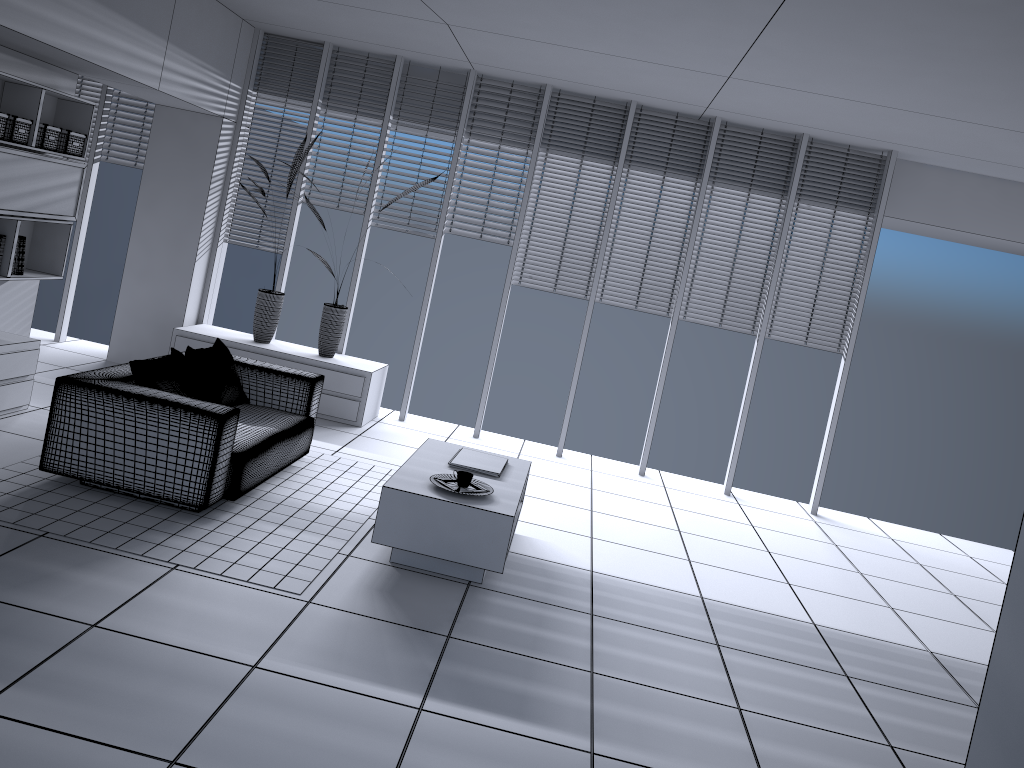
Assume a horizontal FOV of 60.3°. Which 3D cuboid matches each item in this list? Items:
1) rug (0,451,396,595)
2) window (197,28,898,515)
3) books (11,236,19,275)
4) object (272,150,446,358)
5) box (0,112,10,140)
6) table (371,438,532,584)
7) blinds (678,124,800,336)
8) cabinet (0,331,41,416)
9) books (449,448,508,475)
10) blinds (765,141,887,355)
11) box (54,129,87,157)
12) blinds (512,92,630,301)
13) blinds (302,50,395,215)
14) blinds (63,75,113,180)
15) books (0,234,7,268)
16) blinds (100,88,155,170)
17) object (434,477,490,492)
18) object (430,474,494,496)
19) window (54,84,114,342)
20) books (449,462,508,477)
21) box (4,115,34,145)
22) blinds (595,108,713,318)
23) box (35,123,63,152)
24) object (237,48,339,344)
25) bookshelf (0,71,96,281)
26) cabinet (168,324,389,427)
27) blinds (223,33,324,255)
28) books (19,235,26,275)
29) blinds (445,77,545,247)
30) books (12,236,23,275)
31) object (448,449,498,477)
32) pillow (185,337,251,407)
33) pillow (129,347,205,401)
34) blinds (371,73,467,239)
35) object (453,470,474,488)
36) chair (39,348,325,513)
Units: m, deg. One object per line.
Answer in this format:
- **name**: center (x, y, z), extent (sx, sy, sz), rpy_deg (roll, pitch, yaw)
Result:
- **rug**: center (-1.674, 0.555, 4.927), extent (1.801, 0.001, 2.249), rpy_deg (12, 8, 4)
- **window**: center (0.149, -1.003, 7.495), extent (5.512, 3.109, 0.100), rpy_deg (12, 2, 5)
- **books**: center (-3.313, -0.849, 5.696), extent (0.208, 0.257, 0.050), rpy_deg (12, 2, 5)
- **object**: center (-1.409, -1.124, 7.117), extent (1.550, 1.854, 0.696), rpy_deg (12, 3, -1)
- **box**: center (-3.162, -1.556, 5.205), extent (0.281, 0.161, 0.180), rpy_deg (12, 6, 4)
- **table**: center (-0.289, 0.668, 4.794), extent (0.651, 0.386, 1.210), rpy_deg (12, 8, 4)
- **blinds**: center (1.908, -1.296, 7.417), extent (0.716, 1.680, 0.047), rpy_deg (12, 2, 5)
- **cabinet**: center (-3.400, 0.030, 4.507), extent (0.575, 0.446, 2.287), rpy_deg (12, 8, 4)
- **books**: center (-0.181, 0.439, 5.014), extent (0.286, 0.008, 0.418), rpy_deg (13, 8, 5)
- **blinds**: center (2.609, -1.140, 7.357), extent (0.716, 1.680, 0.047), rpy_deg (12, 2, 5)
- **box**: center (-3.091, -1.659, 5.997), extent (0.281, 0.161, 0.218), rpy_deg (12, 6, 4)
- **blinds**: center (0.515, -1.605, 7.536), extent (0.716, 1.680, 0.047), rpy_deg (12, 2, 5)
- **blinds**: center (-1.406, -2.193, 7.697), extent (0.638, 1.358, 0.051), rpy_deg (12, 2, 5)
- **blinds**: center (-3.931, -2.528, 7.950), extent (0.638, 1.892, 0.039), rpy_deg (12, 2, 5)
- **books**: center (-3.316, -0.831, 5.559), extent (0.208, 0.257, 0.050), rpy_deg (12, 2, 5)
- **blinds**: center (-3.259, -2.610, 7.888), extent (0.638, 1.369, 0.039), rpy_deg (12, 2, 5)
- **object**: center (-0.254, 0.510, 4.427), extent (0.215, 0.012, 0.218), rpy_deg (5, 11, -39)
- **object**: center (-0.255, 0.516, 4.431), extent (0.334, 0.024, 0.327), rpy_deg (17, 10, 33)
- **window**: center (-4.061, -1.940, 7.887), extent (0.690, 3.109, 0.100), rpy_deg (12, 2, 5)
- **books**: center (-0.183, 0.452, 5.026), extent (0.286, 0.008, 0.418), rpy_deg (13, 8, 5)
- **box**: center (-3.142, -1.585, 5.427), extent (0.281, 0.161, 0.180), rpy_deg (12, 6, 4)
- **blinds**: center (1.206, -1.451, 7.477), extent (0.716, 1.680, 0.047), rpy_deg (12, 2, 5)
- **box**: center (-3.115, -1.624, 5.729), extent (0.281, 0.161, 0.180), rpy_deg (12, 6, 4)
- **object**: center (-1.778, -1.826, 7.465), extent (1.445, 2.969, 0.491), rpy_deg (14, 3, 33)
- **bookshelf**: center (-3.274, -1.188, 4.754), extent (0.328, 1.241, 2.839), rpy_deg (12, 7, 3)
- **cabinet**: center (-1.945, -0.089, 7.347), extent (1.678, 0.447, 0.601), rpy_deg (12, 6, 5)
- **blinds**: center (-2.079, -2.110, 7.758), extent (0.638, 1.871, 0.057), rpy_deg (12, 2, 5)
- **books**: center (-3.302, -0.860, 5.792), extent (0.208, 0.258, 0.075), rpy_deg (12, 3, 5)
- **blinds**: center (-0.149, -1.916, 7.591), extent (0.638, 1.369, 0.039), rpy_deg (12, 2, 5)
- **books**: center (-3.305, -0.856, 5.760), extent (0.208, 0.258, 0.075), rpy_deg (12, 3, 5)
- **object**: center (-0.192, 0.444, 5.015), extent (0.286, 0.008, 0.418), rpy_deg (13, 8, 5)
- **pillow**: center (-1.816, -0.049, 5.435), extent (0.300, 0.395, 0.571), rpy_deg (12, 6, 1)
- **pillow**: center (-1.872, 0.047, 4.858), extent (0.340, 0.386, 0.572), rpy_deg (12, 6, 1)
- **blinds**: center (-0.795, -1.975, 7.646), extent (0.638, 1.349, 0.057), rpy_deg (12, 2, 5)
- **object**: center (-0.246, 0.481, 4.426), extent (0.095, 0.069, 0.085), rpy_deg (10, 6, -14)
- **chair**: center (-1.773, 0.218, 5.138), extent (0.961, 0.548, 1.662), rpy_deg (12, 8, 4)
